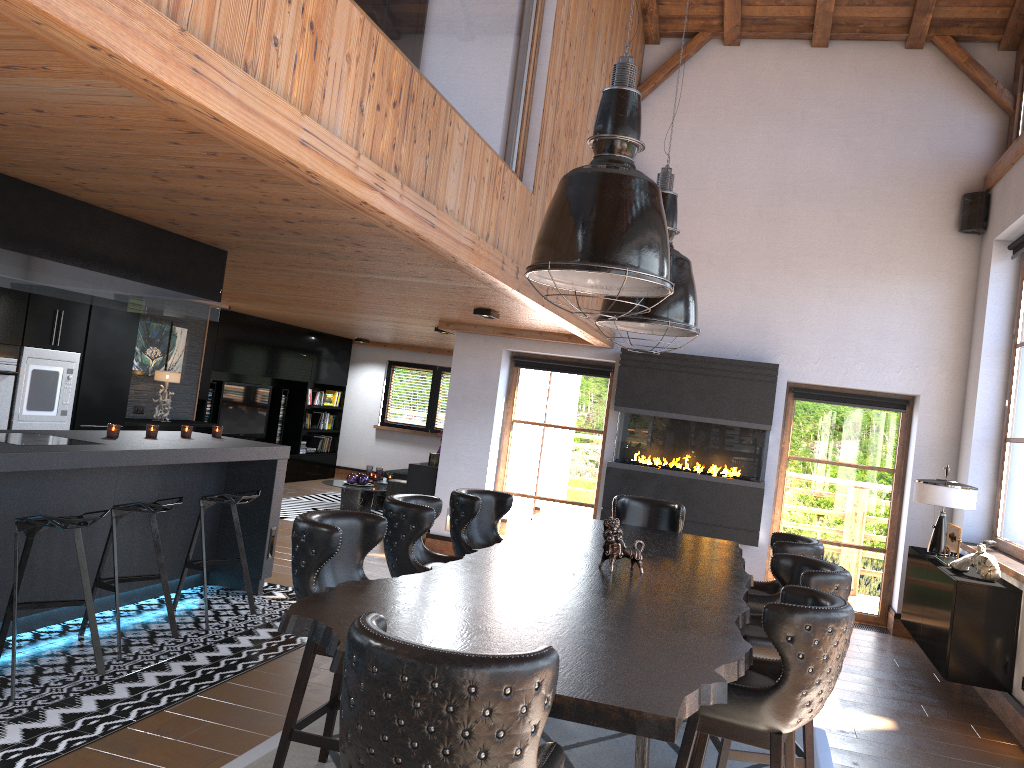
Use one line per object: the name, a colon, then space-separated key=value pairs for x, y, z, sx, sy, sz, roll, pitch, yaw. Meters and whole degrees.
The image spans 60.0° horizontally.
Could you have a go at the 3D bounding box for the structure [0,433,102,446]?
structure: x=-2.658 y=0.310 z=4.873 sx=0.501 sy=0.017 sz=0.613 roll=7 pitch=-1 yaw=16

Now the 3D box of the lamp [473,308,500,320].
lamp: x=-0.212 y=-0.596 z=7.446 sx=0.154 sy=0.068 sz=0.262 roll=7 pitch=-1 yaw=16

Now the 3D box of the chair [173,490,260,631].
chair: x=-1.965 y=1.098 z=5.803 sx=0.466 sy=0.840 sz=0.542 roll=7 pitch=-2 yaw=17

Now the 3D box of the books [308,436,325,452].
books: x=-3.268 y=1.006 z=14.829 sx=0.206 sy=0.256 sz=0.246 roll=7 pitch=-2 yaw=14

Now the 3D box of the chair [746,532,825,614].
chair: x=1.369 y=1.373 z=4.883 sx=0.565 sy=1.093 sz=0.506 roll=7 pitch=-2 yaw=14

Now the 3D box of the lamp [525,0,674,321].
lamp: x=0.640 y=-2.601 z=3.767 sx=0.627 sy=4.688 sz=0.615 roll=9 pitch=-3 yaw=-30

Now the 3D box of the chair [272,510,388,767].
chair: x=-0.643 y=1.086 z=3.516 sx=0.565 sy=1.093 sz=0.506 roll=7 pitch=-2 yaw=14

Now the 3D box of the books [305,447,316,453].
books: x=-3.367 y=1.078 z=14.478 sx=0.208 sy=0.073 sz=0.267 roll=7 pitch=-1 yaw=19

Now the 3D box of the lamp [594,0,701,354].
lamp: x=1.073 y=-2.511 z=5.306 sx=0.627 sy=4.688 sz=0.615 roll=9 pitch=-3 yaw=-30

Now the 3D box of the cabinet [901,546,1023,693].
cabinet: x=3.288 y=1.675 z=6.611 sx=0.400 sy=0.655 sz=1.876 roll=7 pitch=-1 yaw=16

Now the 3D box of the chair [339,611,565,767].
chair: x=-0.184 y=1.113 z=2.099 sx=0.501 sy=1.093 sz=0.571 roll=7 pitch=-2 yaw=14

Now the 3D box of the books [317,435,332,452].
books: x=-3.211 y=1.015 z=15.031 sx=0.211 sy=0.261 sz=0.253 roll=7 pitch=-2 yaw=16

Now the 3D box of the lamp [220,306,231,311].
lamp: x=-3.554 y=-0.945 z=10.765 sx=0.154 sy=0.068 sz=0.262 roll=7 pitch=-1 yaw=16

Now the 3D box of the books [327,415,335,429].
books: x=-3.155 y=0.641 z=15.022 sx=0.188 sy=0.238 sz=0.291 roll=7 pitch=-2 yaw=14

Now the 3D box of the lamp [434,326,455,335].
lamp: x=-0.759 y=-0.607 z=10.016 sx=0.154 sy=0.068 sz=0.262 roll=7 pitch=-1 yaw=16

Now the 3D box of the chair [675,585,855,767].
chair: x=0.868 y=1.280 z=3.164 sx=0.563 sy=1.093 sz=0.508 roll=6 pitch=-2 yaw=24

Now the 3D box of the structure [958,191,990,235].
structure: x=4.156 y=-1.538 z=7.970 sx=0.212 sy=0.349 sz=0.214 roll=7 pitch=-2 yaw=15

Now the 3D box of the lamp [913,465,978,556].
lamp: x=3.486 y=1.017 z=7.164 sx=0.466 sy=0.726 sz=0.474 roll=6 pitch=-2 yaw=25

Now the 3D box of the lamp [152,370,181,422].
lamp: x=-3.564 y=0.126 z=9.098 sx=0.246 sy=0.516 sz=0.249 roll=7 pitch=-2 yaw=19

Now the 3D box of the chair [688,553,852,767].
chair: x=1.154 y=1.324 z=3.940 sx=0.568 sy=1.093 sz=0.503 roll=7 pitch=-2 yaw=-1

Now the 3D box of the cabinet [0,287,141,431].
cabinet: x=-4.631 y=-0.031 z=5.098 sx=0.540 sy=2.382 sz=6.463 roll=7 pitch=-2 yaw=16

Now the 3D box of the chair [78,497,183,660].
chair: x=-2.203 y=1.051 z=5.061 sx=0.467 sy=0.840 sz=0.541 roll=7 pitch=-2 yaw=13

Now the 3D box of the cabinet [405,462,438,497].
cabinet: x=-0.816 y=1.116 z=9.745 sx=0.356 sy=0.468 sz=0.960 roll=7 pitch=-2 yaw=16

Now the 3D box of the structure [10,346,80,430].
structure: x=-3.775 y=0.058 z=7.201 sx=0.039 sy=0.672 sz=0.596 roll=7 pitch=-2 yaw=16

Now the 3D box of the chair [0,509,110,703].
chair: x=-2.319 y=1.020 z=4.351 sx=0.466 sy=0.840 sz=0.542 roll=6 pitch=-2 yaw=22

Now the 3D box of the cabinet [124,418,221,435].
cabinet: x=-3.684 y=0.875 z=8.975 sx=0.427 sy=1.010 sz=1.634 roll=7 pitch=-2 yaw=16

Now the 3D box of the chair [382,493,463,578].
chair: x=-0.429 y=1.135 z=4.459 sx=0.568 sy=1.093 sz=0.503 roll=7 pitch=-2 yaw=-1

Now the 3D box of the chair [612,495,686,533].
chair: x=0.861 y=1.334 z=6.003 sx=0.501 sy=1.093 sz=0.571 roll=7 pitch=-2 yaw=14

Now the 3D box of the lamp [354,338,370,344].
lamp: x=-2.469 y=-0.720 z=14.614 sx=0.154 sy=0.068 sz=0.262 roll=7 pitch=-1 yaw=16

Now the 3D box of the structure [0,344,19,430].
structure: x=-3.935 y=0.023 z=6.593 sx=0.089 sy=0.673 sz=0.597 roll=7 pitch=-2 yaw=16

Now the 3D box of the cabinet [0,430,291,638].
cabinet: x=-2.807 y=0.829 z=4.430 sx=0.884 sy=1.104 sz=4.825 roll=7 pitch=-1 yaw=16

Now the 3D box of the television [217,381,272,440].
television: x=-3.847 y=0.398 z=12.708 sx=0.050 sy=0.814 sz=1.259 roll=7 pitch=-2 yaw=16

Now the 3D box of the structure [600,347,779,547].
structure: x=1.671 y=0.568 z=8.340 sx=1.436 sy=1.650 sz=0.435 roll=7 pitch=-2 yaw=15

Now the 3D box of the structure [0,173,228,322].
structure: x=-2.665 y=-0.774 z=4.315 sx=0.707 sy=0.476 sz=3.267 roll=7 pitch=-1 yaw=16

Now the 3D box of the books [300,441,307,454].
books: x=-3.449 y=1.002 z=14.134 sx=0.257 sy=0.188 sz=0.304 roll=7 pitch=-2 yaw=22

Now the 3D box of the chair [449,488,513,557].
chair: x=-0.145 y=1.198 z=5.234 sx=0.563 sy=1.093 sz=0.508 roll=6 pitch=-2 yaw=24
